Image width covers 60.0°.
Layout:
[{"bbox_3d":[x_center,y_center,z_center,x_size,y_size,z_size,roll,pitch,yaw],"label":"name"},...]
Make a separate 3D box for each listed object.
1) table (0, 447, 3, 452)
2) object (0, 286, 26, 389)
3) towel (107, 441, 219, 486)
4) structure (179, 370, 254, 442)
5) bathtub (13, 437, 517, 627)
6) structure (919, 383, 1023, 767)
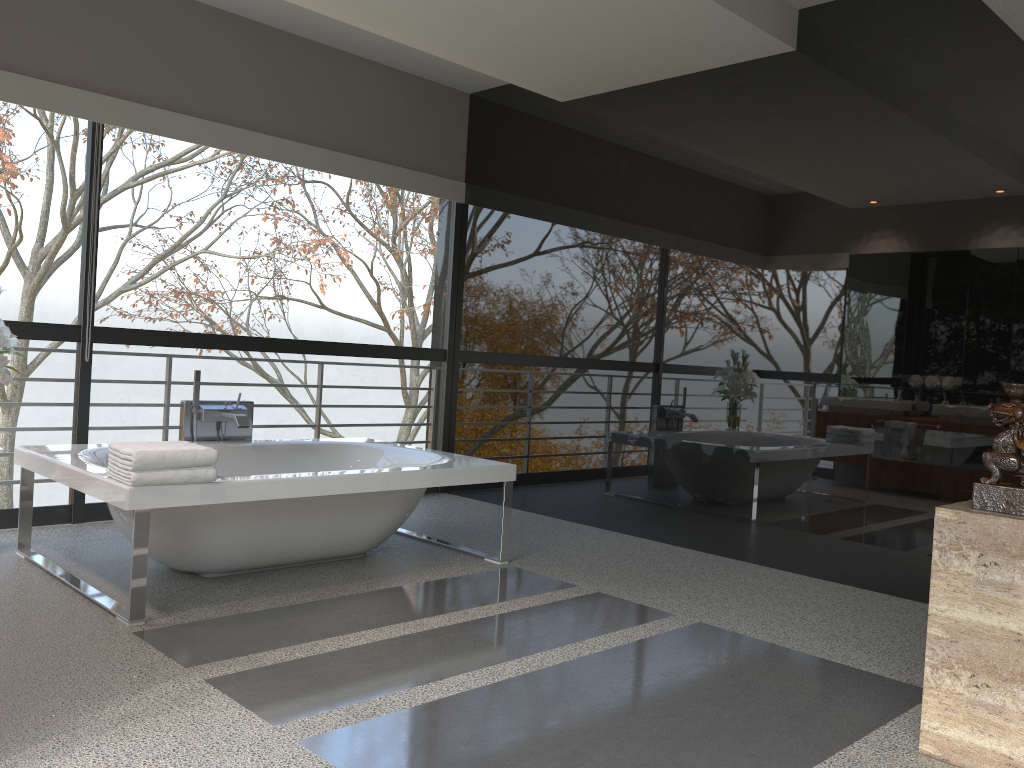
[{"bbox_3d":[-2.526,0.535,4.075,0.308,0.478,0.307,4,1,29],"label":"table"},{"bbox_3d":[-2.493,-0.100,4.050,0.450,0.796,0.460,3,1,-17],"label":"object"},{"bbox_3d":[-1.320,0.304,3.358,0.322,0.145,0.305,2,2,-42],"label":"towel"},{"bbox_3d":[-1.529,0.377,4.761,0.402,0.884,0.330,2,2,-45],"label":"structure"},{"bbox_3d":[-1.147,0.598,4.304,1.958,0.504,1.328,2,2,-45],"label":"bathtub"},{"bbox_3d":[1.392,0.516,2.470,0.292,1.074,0.328,2,2,-45],"label":"structure"}]
